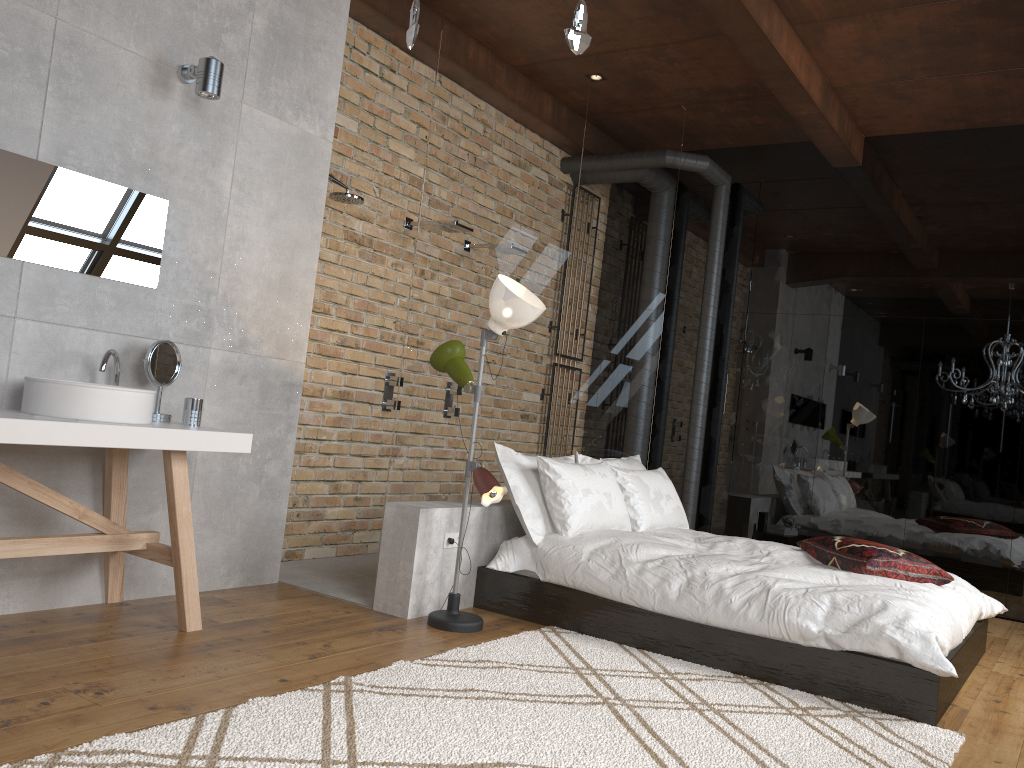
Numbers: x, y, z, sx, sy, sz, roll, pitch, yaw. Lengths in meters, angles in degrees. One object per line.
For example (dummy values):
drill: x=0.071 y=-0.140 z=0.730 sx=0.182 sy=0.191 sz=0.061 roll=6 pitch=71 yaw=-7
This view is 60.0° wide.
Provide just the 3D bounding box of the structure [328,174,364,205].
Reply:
structure: x=-1.065 y=-0.227 z=4.768 sx=0.217 sy=2.005 sz=0.457 roll=5 pitch=-3 yaw=30

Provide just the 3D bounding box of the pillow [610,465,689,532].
pillow: x=0.811 y=0.693 z=5.283 sx=0.291 sy=0.385 sz=0.748 roll=5 pitch=-3 yaw=33

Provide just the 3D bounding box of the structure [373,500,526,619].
structure: x=0.247 y=0.934 z=5.194 sx=0.206 sy=0.494 sz=2.820 roll=5 pitch=-3 yaw=34

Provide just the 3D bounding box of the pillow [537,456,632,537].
pillow: x=0.381 y=0.594 z=4.622 sx=0.276 sy=0.397 sz=0.744 roll=5 pitch=-3 yaw=33

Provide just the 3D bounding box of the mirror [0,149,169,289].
mirror: x=-1.977 y=-0.676 z=2.976 sx=0.007 sy=0.377 sz=1.838 roll=5 pitch=-3 yaw=34

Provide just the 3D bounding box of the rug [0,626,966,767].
rug: x=0.038 y=1.031 z=2.328 sx=1.726 sy=0.019 sz=3.139 roll=5 pitch=-3 yaw=34

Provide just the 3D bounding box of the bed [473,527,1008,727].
bed: x=1.299 y=1.058 z=4.641 sx=2.169 sy=0.442 sz=2.300 roll=5 pitch=-3 yaw=34

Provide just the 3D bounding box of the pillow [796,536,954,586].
pillow: x=1.814 y=0.880 z=4.483 sx=0.453 sy=0.157 sz=0.748 roll=7 pitch=-2 yaw=-6

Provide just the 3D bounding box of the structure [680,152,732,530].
structure: x=0.928 y=-0.239 z=7.088 sx=1.189 sy=3.140 sz=0.829 roll=5 pitch=-3 yaw=34

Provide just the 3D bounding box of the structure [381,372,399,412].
structure: x=-0.752 y=0.053 z=5.601 sx=0.092 sy=0.248 sz=0.090 roll=5 pitch=-3 yaw=34

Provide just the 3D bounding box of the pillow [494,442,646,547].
pillow: x=0.464 y=0.628 z=5.053 sx=0.358 sy=0.517 sz=1.746 roll=5 pitch=-3 yaw=33

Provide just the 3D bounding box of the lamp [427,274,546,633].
lamp: x=-0.187 y=0.287 z=4.001 sx=0.561 sy=1.582 sz=0.270 roll=5 pitch=-3 yaw=31

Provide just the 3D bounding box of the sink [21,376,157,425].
sink: x=-1.550 y=0.062 z=3.259 sx=0.445 sy=0.128 sz=0.442 roll=7 pitch=-2 yaw=-2

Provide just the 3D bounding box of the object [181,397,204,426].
object: x=-1.301 y=0.113 z=3.611 sx=0.073 sy=0.111 sz=0.073 roll=5 pitch=-3 yaw=26

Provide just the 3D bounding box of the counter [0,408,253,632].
counter: x=-1.875 y=0.457 z=2.823 sx=0.630 sy=0.765 sz=2.011 roll=5 pitch=-3 yaw=34

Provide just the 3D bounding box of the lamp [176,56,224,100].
lamp: x=-1.310 y=-1.281 z=3.713 sx=0.243 sy=0.168 sz=0.101 roll=5 pitch=-3 yaw=34

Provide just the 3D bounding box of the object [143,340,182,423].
object: x=-1.450 y=-0.015 z=3.664 sx=0.118 sy=0.338 sz=0.192 roll=7 pitch=-2 yaw=-10

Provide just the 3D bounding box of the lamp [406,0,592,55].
lamp: x=-0.046 y=-1.586 z=1.613 sx=1.409 sy=1.594 sz=1.409 roll=8 pitch=-3 yaw=-34

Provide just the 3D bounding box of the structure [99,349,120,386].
structure: x=-1.556 y=0.000 z=3.476 sx=0.141 sy=0.268 sz=0.242 roll=5 pitch=-3 yaw=28

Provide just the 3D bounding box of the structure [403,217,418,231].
structure: x=-0.479 y=-1.005 z=5.545 sx=0.453 sy=0.079 sz=0.192 roll=5 pitch=-3 yaw=34
